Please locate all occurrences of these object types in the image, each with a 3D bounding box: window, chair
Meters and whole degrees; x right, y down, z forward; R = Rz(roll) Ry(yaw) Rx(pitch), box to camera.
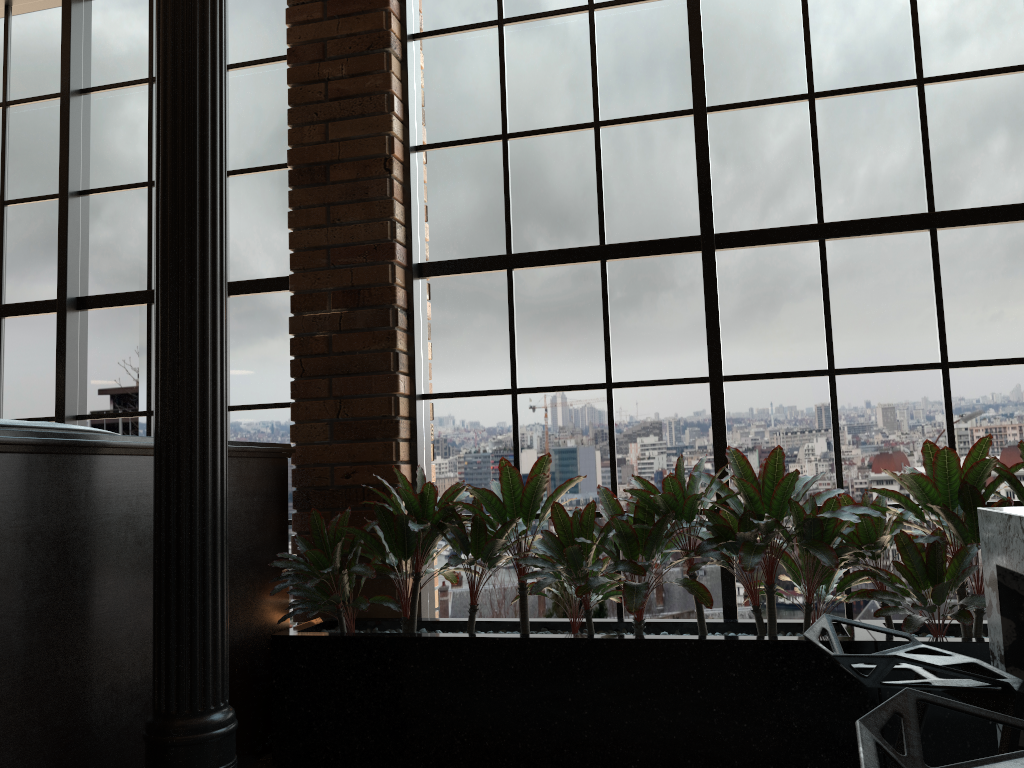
[{"bbox_3d":[-4.675,-0.215,4.851,16.179,3.253,0.168,-4,-6,14],"label":"window"},{"bbox_3d":[0.690,0.741,1.319,0.414,0.737,0.475,-3,-6,4],"label":"chair"},{"bbox_3d":[0.548,0.690,0.768,0.414,0.737,0.475,-4,-6,19],"label":"chair"}]

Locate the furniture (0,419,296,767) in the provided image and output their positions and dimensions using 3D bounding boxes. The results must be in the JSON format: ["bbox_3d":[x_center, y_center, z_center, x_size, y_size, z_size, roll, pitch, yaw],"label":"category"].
[{"bbox_3d":[-3.738,0.862,3.241,5.451,1.212,1.979,-4,-6,14],"label":"furniture"}]

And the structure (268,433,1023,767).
[{"bbox_3d":[1.137,0.715,2.858,4.107,1.072,0.757,-3,-6,13],"label":"structure"}]
